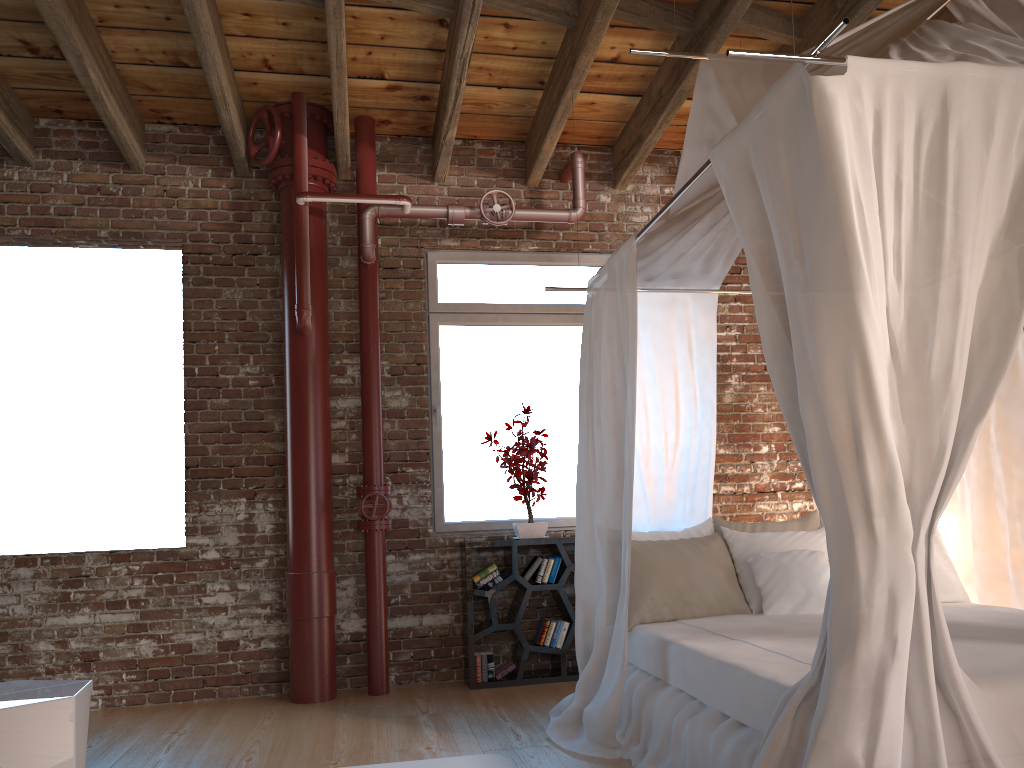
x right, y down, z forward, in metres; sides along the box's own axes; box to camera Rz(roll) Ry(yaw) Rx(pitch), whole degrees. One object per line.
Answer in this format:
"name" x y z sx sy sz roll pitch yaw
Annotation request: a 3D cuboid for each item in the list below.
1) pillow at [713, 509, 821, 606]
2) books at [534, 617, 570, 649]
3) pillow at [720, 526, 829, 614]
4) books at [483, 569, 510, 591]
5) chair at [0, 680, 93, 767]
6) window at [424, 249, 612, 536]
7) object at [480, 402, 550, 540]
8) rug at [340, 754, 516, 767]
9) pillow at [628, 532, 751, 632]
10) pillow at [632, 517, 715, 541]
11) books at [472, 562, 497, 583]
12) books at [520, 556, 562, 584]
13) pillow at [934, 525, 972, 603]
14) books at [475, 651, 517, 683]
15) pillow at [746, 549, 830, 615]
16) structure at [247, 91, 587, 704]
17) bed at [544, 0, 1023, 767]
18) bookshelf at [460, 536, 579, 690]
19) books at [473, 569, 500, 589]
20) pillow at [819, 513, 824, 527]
"pillow" 1.303 0.885 4.425 0.630 0.492 0.210 -1 -4 -12
"books" 0.238 1.486 5.268 0.202 0.180 0.135 -1 -5 -11
"pillow" 1.342 0.869 4.227 0.611 0.401 0.351 -1 -6 -14
"books" -0.096 1.160 5.218 0.156 0.113 0.135 -1 -7 -11
"chair" -1.652 1.237 2.794 0.525 0.487 0.633 -8 -9 42
"window" 0.094 0.037 5.658 1.342 1.839 0.169 -1 -4 -12
"object" 0.047 0.521 5.349 0.416 0.835 0.398 -1 -5 -15
"rug" -0.336 1.434 2.900 0.857 0.007 1.450 -1 -9 -9
"pillow" 0.768 0.911 4.099 0.612 0.412 0.361 -1 -6 -14
"pillow" 0.735 0.905 4.293 0.631 0.490 0.201 -1 -4 -12
"books" -0.167 1.114 5.206 0.154 0.108 0.135 -1 -7 -11
"books" 0.173 1.112 5.279 0.243 0.165 0.135 -1 -6 -12
"pillow" 1.924 0.899 4.357 0.627 0.430 0.295 -1 -5 -11
"books" -0.100 1.657 5.184 0.249 0.159 0.135 -1 -6 -12
"pillow" 1.291 0.908 4.037 0.382 0.289 0.218 -2 -5 -3
"structure" -0.495 0.045 5.151 1.995 3.445 0.581 -1 -4 -13
"bed" 1.437 -0.482 3.479 2.491 3.861 2.691 -1 -5 -11
"bookshelf" 0.137 1.357 5.326 0.854 0.841 0.295 -1 -4 -12
"books" -0.153 1.149 5.207 0.154 0.108 0.135 -1 -7 -11
"pillow" 1.890 0.884 4.551 0.630 0.496 0.209 -1 -4 -12
